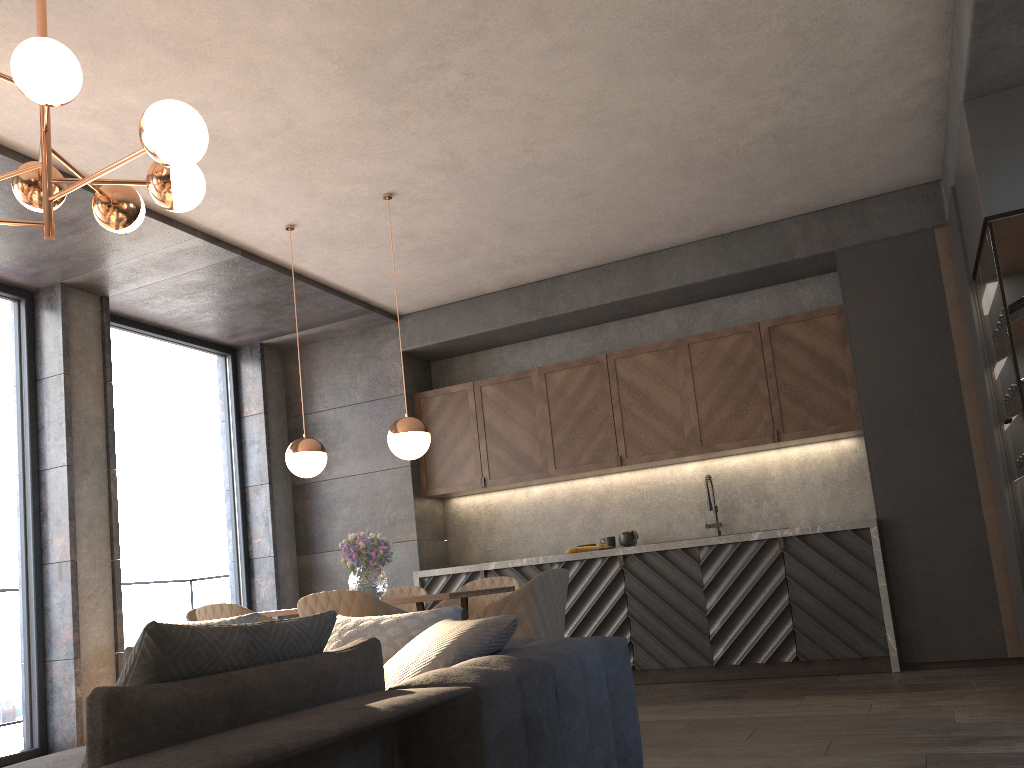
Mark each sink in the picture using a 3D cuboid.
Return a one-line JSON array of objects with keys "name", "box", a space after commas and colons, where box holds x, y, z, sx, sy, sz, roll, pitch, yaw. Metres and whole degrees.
[{"name": "sink", "box": [1.481, 0.898, 6.297, 0.968, 0.540, 0.465, -11, -11, 23]}]

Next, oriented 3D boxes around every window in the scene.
[{"name": "window", "box": [-3.739, 0.582, 4.074, 0.200, 2.957, 7.334, -9, -12, 23]}]

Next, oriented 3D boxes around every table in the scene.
[{"name": "table", "box": [-0.766, 1.576, 4.830, 1.475, 0.759, 0.776, -11, -11, 23]}]

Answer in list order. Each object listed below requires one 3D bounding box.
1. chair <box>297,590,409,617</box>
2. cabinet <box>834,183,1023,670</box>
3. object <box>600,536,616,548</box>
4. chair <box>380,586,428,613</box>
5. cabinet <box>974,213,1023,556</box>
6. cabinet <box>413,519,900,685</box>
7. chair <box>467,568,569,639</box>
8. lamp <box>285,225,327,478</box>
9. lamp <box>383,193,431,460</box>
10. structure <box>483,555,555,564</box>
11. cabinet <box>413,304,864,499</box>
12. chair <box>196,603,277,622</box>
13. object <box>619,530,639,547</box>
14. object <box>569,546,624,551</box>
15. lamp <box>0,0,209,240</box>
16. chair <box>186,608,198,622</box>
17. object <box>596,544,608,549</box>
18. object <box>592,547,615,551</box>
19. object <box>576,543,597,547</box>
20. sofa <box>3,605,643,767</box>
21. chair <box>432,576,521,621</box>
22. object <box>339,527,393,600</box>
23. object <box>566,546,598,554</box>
[{"name": "chair", "box": [-0.705, 1.391, 4.189, 0.557, 0.825, 0.515, -9, -10, 18]}, {"name": "cabinet", "box": [2.780, 0.321, 5.368, 1.194, 2.720, 1.212, -10, -9, 23]}, {"name": "object", "box": [0.733, 1.207, 6.673, 0.112, 0.102, 0.091, 1, -12, -34]}, {"name": "chair", "box": [-0.764, 1.686, 5.471, 0.557, 0.825, 0.515, -9, -10, 18]}, {"name": "cabinet", "box": [2.580, 0.088, 4.255, 0.339, 1.564, 1.007, -9, -10, 23]}, {"name": "cabinet", "box": [0.929, 1.669, 6.441, 3.412, 0.938, 0.605, -11, -11, 24]}, {"name": "chair", "box": [0.050, 1.370, 4.442, 0.514, 0.825, 0.559, -11, -10, 28]}, {"name": "lamp", "box": [-1.269, -0.204, 5.251, 0.241, 1.525, 0.240, -10, -9, 29]}, {"name": "lamp", "box": [-0.636, -0.333, 4.970, 0.239, 1.525, 0.242, -6, -8, -1]}, {"name": "structure", "box": [0.135, 1.367, 6.851, 0.614, 0.017, 0.509, -11, -14, 23]}, {"name": "cabinet", "box": [0.823, 0.219, 6.746, 3.412, 0.855, 0.372, -11, -10, 24]}, {"name": "chair", "box": [-1.260, 1.503, 4.431, 0.560, 0.825, 0.513, -12, -11, 33]}, {"name": "object", "box": [0.869, 1.162, 6.611, 0.136, 0.135, 0.155, -5, -11, -4]}, {"name": "object", "box": [0.642, 1.236, 6.572, 0.492, 0.039, 0.287, -10, -13, 19]}, {"name": "lamp", "box": [-1.654, -0.916, 3.048, 1.463, 1.025, 1.030, -6, -10, 0]}, {"name": "chair", "box": [-1.598, 1.713, 5.205, 0.514, 0.825, 0.559, -11, -10, 28]}, {"name": "object", "box": [0.673, 1.203, 6.515, 0.121, 0.045, 0.117, -12, -14, 28]}, {"name": "object", "box": [0.674, 1.220, 6.513, 0.170, 0.020, 0.172, 5, -16, -40]}, {"name": "object", "box": [0.572, 1.257, 6.750, 0.157, 0.067, 0.118, -8, -12, 9]}, {"name": "sofa", "box": [-1.053, 0.971, 2.055, 2.035, 0.773, 2.939, -11, -13, 23]}, {"name": "chair", "box": [-0.186, 1.563, 5.190, 0.558, 0.825, 0.514, -10, -10, 23]}, {"name": "object", "box": [-0.803, 1.005, 4.930, 0.298, 0.403, 0.333, -5, -10, -6]}, {"name": "object", "box": [0.538, 1.241, 6.604, 0.301, 0.054, 0.072, 0, -12, -25]}]
